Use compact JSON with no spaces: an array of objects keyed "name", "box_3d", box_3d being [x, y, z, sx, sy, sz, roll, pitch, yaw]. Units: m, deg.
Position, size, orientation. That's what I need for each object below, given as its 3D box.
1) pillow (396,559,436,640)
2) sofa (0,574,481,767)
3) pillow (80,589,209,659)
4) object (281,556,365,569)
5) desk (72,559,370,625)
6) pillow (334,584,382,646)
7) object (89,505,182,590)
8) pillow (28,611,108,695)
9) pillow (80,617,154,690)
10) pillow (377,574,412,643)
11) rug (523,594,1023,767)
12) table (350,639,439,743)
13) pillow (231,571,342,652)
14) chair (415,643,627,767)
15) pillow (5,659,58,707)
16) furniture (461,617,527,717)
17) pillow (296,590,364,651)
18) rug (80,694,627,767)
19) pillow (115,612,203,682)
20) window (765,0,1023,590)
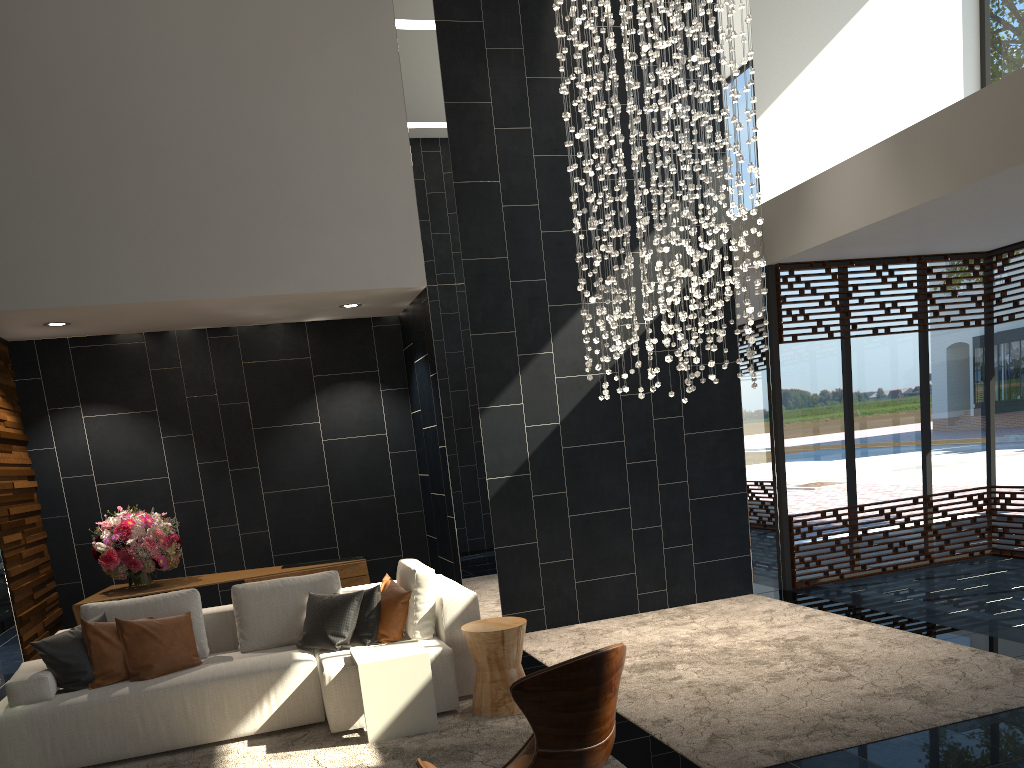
[{"name":"pillow","box_3d":[-0.636,1.398,5.655,0.217,0.465,0.707,-8,1,-16]},{"name":"sofa","box_3d":[-1.636,1.791,5.409,2.824,0.699,1.283,-5,-1,-16]},{"name":"pillow","box_3d":[-2.328,1.571,5.481,0.713,0.464,0.243,-6,6,-16]},{"name":"object","box_3d":[-1.589,1.510,7.302,0.708,0.027,0.238,-6,-4,-5]},{"name":"desk","box_3d":[-2.286,1.960,7.187,2.223,0.768,0.982,-6,1,-16]},{"name":"pillow","box_3d":[-0.997,1.486,5.535,0.557,0.424,0.248,-5,5,41]},{"name":"object","box_3d":[-2.978,1.292,6.851,0.651,0.691,0.687,-8,3,-25]},{"name":"pillow","box_3d":[-2.554,1.595,5.130,0.256,0.423,0.541,-3,3,31]},{"name":"pillow","box_3d":[-2.355,1.576,5.210,0.243,0.439,0.537,-1,4,39]},{"name":"pillow","box_3d":[-0.797,1.451,5.545,0.265,0.421,0.517,-8,2,-21]},{"name":"rug","box_3d":[1.540,1.820,5.782,2.314,0.006,3.401,-5,-4,-17]},{"name":"table","box_3d":[-0.689,1.775,5.013,0.397,0.476,0.395,-7,4,-16]},{"name":"pillow","box_3d":[-1.470,1.499,5.719,0.713,0.448,0.285,-6,5,-15]},{"name":"chair","box_3d":[0.107,1.319,3.033,0.791,0.951,0.658,-3,6,41]},{"name":"pillow","box_3d":[-2.806,1.743,5.086,0.237,0.154,0.622,-6,-3,-22]},{"name":"furniture","box_3d":[-0.080,1.693,5.180,0.395,0.533,0.381,-5,5,19]},{"name":"pillow","box_3d":[-1.167,1.503,5.478,0.509,0.373,0.291,-6,4,33]},{"name":"rug","box_3d":[-1.397,2.092,5.012,3.183,0.006,5.875,-5,-4,-17]},{"name":"pillow","box_3d":[-2.135,1.580,5.263,0.268,0.422,0.509,-1,5,45]},{"name":"window","box_3d":[4.128,-1.566,4.694,2.337,6.137,6.082,-8,3,-17]}]
